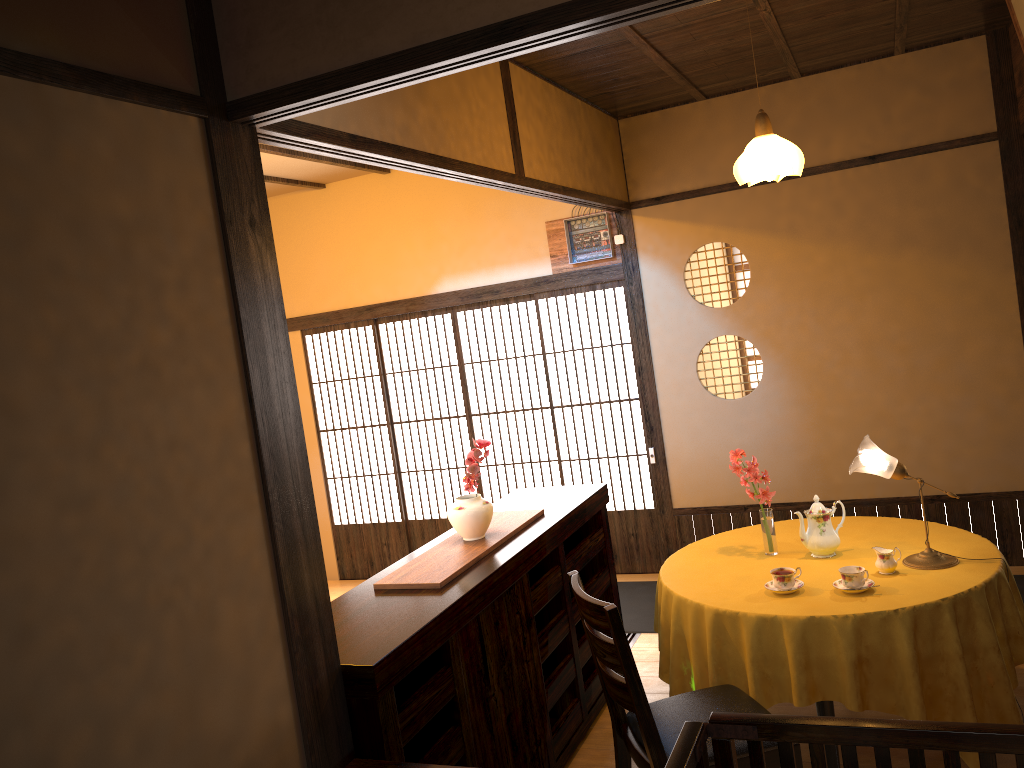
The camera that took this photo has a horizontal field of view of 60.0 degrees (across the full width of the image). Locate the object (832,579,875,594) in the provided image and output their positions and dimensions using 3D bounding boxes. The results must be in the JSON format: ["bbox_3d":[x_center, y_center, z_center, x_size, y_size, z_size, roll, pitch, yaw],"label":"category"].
[{"bbox_3d":[1.233,0.732,3.197,0.144,0.024,0.144,-10,4,-16],"label":"object"}]

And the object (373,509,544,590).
[{"bbox_3d":[-0.172,0.637,3.514,0.267,0.020,1.000,-7,4,23],"label":"object"}]

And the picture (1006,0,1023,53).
[{"bbox_3d":[1.996,-1.447,3.206,0.117,0.564,2.049,-7,4,24],"label":"picture"}]

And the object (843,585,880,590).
[{"bbox_3d":[1.239,0.725,3.146,0.126,0.019,0.029,-6,4,27],"label":"object"}]

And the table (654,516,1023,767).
[{"bbox_3d":[1.308,1.053,3.628,1.442,0.694,1.447,-7,4,24],"label":"table"}]

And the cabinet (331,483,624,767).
[{"bbox_3d":[-0.103,1.129,3.503,0.488,0.970,2.192,-7,4,23],"label":"cabinet"}]

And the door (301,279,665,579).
[{"bbox_3d":[-0.292,0.421,6.503,2.644,1.998,0.066,-7,3,23],"label":"door"}]

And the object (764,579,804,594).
[{"bbox_3d":[1.013,0.757,3.293,0.144,0.024,0.144,-10,4,-16],"label":"object"}]

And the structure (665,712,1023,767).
[{"bbox_3d":[0.852,0.931,1.430,1.195,0.499,0.599,-7,4,23],"label":"structure"}]

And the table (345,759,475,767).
[{"bbox_3d":[-0.098,1.123,1.846,0.879,0.336,0.602,-7,4,23],"label":"table"}]

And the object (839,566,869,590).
[{"bbox_3d":[1.228,0.700,3.192,0.090,0.076,0.099,-8,3,8],"label":"object"}]

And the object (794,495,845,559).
[{"bbox_3d":[1.272,0.578,3.647,0.163,0.252,0.154,-6,4,37],"label":"object"}]

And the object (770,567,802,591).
[{"bbox_3d":[1.011,0.725,3.289,0.090,0.076,0.099,-11,5,-42],"label":"object"}]

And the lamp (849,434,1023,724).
[{"bbox_3d":[1.612,0.769,3.380,0.511,1.201,0.198,-7,3,24],"label":"lamp"}]

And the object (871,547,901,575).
[{"bbox_3d":[1.408,0.659,3.333,0.083,0.098,0.078,-9,3,-7],"label":"object"}]

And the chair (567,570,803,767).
[{"bbox_3d":[0.554,1.084,2.888,0.578,0.959,0.491,-9,3,-12],"label":"chair"}]

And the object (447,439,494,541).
[{"bbox_3d":[-0.145,0.424,3.624,0.189,0.377,0.322,-7,4,32],"label":"object"}]

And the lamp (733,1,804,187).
[{"bbox_3d":[0.982,-1.215,3.551,0.249,0.809,0.277,-6,4,45],"label":"lamp"}]

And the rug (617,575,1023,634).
[{"bbox_3d":[1.535,1.265,5.092,2.951,0.005,0.904,-7,4,23],"label":"rug"}]
